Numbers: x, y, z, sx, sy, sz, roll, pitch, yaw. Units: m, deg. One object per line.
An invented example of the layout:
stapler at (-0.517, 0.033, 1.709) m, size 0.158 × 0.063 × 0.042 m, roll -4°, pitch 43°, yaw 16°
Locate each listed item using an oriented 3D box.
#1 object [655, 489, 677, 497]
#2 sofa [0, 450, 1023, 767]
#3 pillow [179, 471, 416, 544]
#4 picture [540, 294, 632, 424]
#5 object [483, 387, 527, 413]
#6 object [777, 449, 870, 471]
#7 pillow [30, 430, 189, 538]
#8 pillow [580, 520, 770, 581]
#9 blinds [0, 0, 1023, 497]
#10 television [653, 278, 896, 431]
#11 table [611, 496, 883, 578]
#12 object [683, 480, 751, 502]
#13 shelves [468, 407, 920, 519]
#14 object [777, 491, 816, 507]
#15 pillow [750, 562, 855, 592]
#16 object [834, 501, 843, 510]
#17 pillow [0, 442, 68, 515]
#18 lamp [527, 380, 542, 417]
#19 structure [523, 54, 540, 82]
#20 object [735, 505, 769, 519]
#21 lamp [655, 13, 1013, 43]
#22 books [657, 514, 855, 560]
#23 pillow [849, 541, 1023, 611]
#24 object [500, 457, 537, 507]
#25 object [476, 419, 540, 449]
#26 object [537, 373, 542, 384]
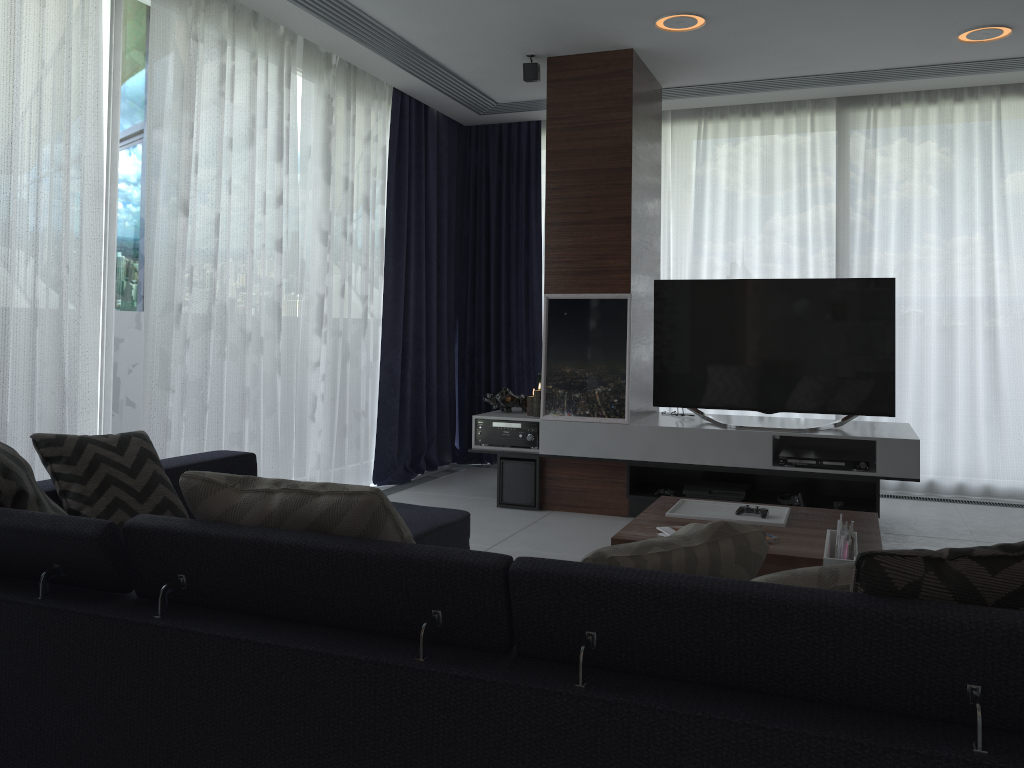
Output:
object at (0.823, 0.577, 4.704) m, size 0.112 × 0.036 × 0.070 m, roll 3°, pitch 3°, yaw 34°
sofa at (-0.081, 0.540, 2.417) m, size 2.873 × 0.609 × 1.900 m, roll 2°, pitch 3°, yaw 21°
pillow at (-0.408, 0.371, 1.844) m, size 0.495 × 0.389 × 0.342 m, roll 1°, pitch 1°, yaw 21°
picture at (0.405, -0.145, 4.843) m, size 0.500 × 0.702 × 0.053 m, roll 1°, pitch -2°, yaw 21°
object at (-0.024, 0.096, 5.345) m, size 0.311 × 0.150 × 0.137 m, roll 0°, pitch 1°, yaw -22°
object at (1.595, 0.388, 4.518) m, size 0.430 × 0.053 × 0.335 m, roll 2°, pitch 3°, yaw 21°
pillow at (-1.225, 0.315, 2.747) m, size 0.286 × 0.345 × 0.415 m, roll 1°, pitch 1°, yaw 26°
pillow at (0.250, 0.421, 1.656) m, size 0.418 × 0.352 × 0.280 m, roll 0°, pitch 0°, yaw -26°
blinds at (0.862, -0.544, 2.695) m, size 5.801 × 2.775 × 7.137 m, roll 2°, pitch 3°, yaw 25°
television at (1.366, -0.165, 4.691) m, size 1.230 × 0.788 × 0.297 m, roll 2°, pitch -1°, yaw 21°
table at (0.827, 0.645, 3.018) m, size 0.800 × 0.353 × 0.805 m, roll 2°, pitch 3°, yaw 21°
object at (1.092, 0.565, 4.692) m, size 0.314 × 0.067 × 0.314 m, roll 2°, pitch 3°, yaw 21°
shelves at (1.001, 0.454, 5.028) m, size 2.350 × 0.500 × 0.873 m, roll 2°, pitch 2°, yaw 21°
object at (1.439, 0.577, 4.503) m, size 0.117 × 0.079 × 0.184 m, roll -1°, pitch 3°, yaw -39°
pillow at (0.525, 0.437, 1.579) m, size 0.415 × 0.295 × 0.330 m, roll 0°, pitch 1°, yaw -17°
object at (1.616, 0.603, 4.370) m, size 0.044 × 0.043 × 0.043 m, roll 1°, pitch 1°, yaw 21°
pillow at (-1.276, 0.358, 2.178) m, size 0.355 × 0.519 × 0.598 m, roll 1°, pitch 1°, yaw -39°
lamp at (0.141, 0.081, 5.123) m, size 0.077 × 0.211 × 0.153 m, roll 1°, pitch 0°, yaw -21°
structure at (0.112, -1.784, 5.016) m, size 0.084 × 0.142 × 0.114 m, roll 1°, pitch 0°, yaw 11°
object at (0.860, 0.452, 3.152) m, size 0.112 × 0.036 × 0.070 m, roll 3°, pitch 3°, yaw 34°
lamp at (3.733, -1.582, 1.795) m, size 9.584 × 0.084 × 5.349 m, roll 1°, pitch 3°, yaw 7°
books at (4.587, 0.625, 2.792) m, size 8.234 × 0.373 × 0.405 m, roll 1°, pitch 1°, yaw 0°
pillow at (0.699, 0.414, 1.408) m, size 0.415 × 0.386 × 0.221 m, roll 1°, pitch 0°, yaw -9°
object at (0.075, 0.549, 5.051) m, size 0.213 × 0.251 × 0.254 m, roll 1°, pitch 1°, yaw 21°
object at (0.029, 0.278, 5.189) m, size 0.369 × 0.150 × 0.369 m, roll 2°, pitch 3°, yaw 21°
object at (0.242, 0.047, 5.596) m, size 0.168 × 0.229 × 0.168 m, roll 1°, pitch 0°, yaw -2°
